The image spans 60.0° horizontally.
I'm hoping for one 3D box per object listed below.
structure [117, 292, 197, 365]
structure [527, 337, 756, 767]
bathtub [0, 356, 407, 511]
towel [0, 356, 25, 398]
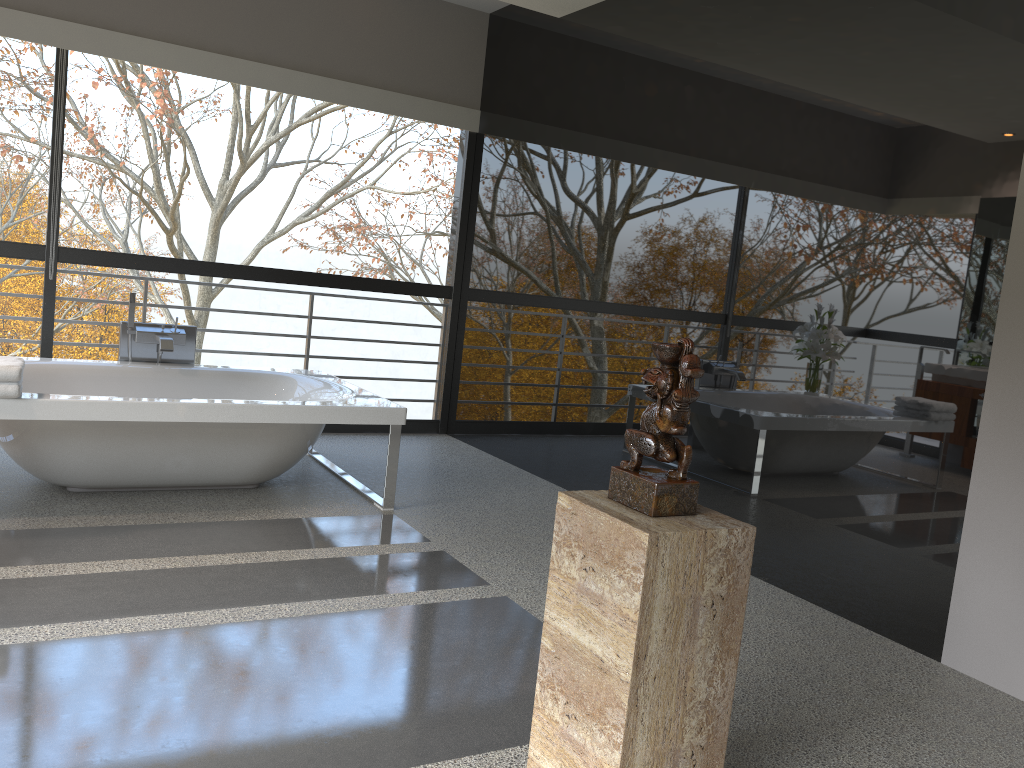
[{"bbox_3d":[-1.940,-0.043,4.879,0.402,0.884,0.330,3,7,-30],"label":"structure"},{"bbox_3d":[0.292,0.428,1.943,0.292,1.073,0.328,3,7,-30],"label":"structure"},{"bbox_3d":[-1.699,0.229,4.357,1.958,0.504,1.329,2,7,-30],"label":"bathtub"},{"bbox_3d":[-2.090,-0.026,3.466,0.322,0.145,0.306,3,7,-27],"label":"towel"}]
